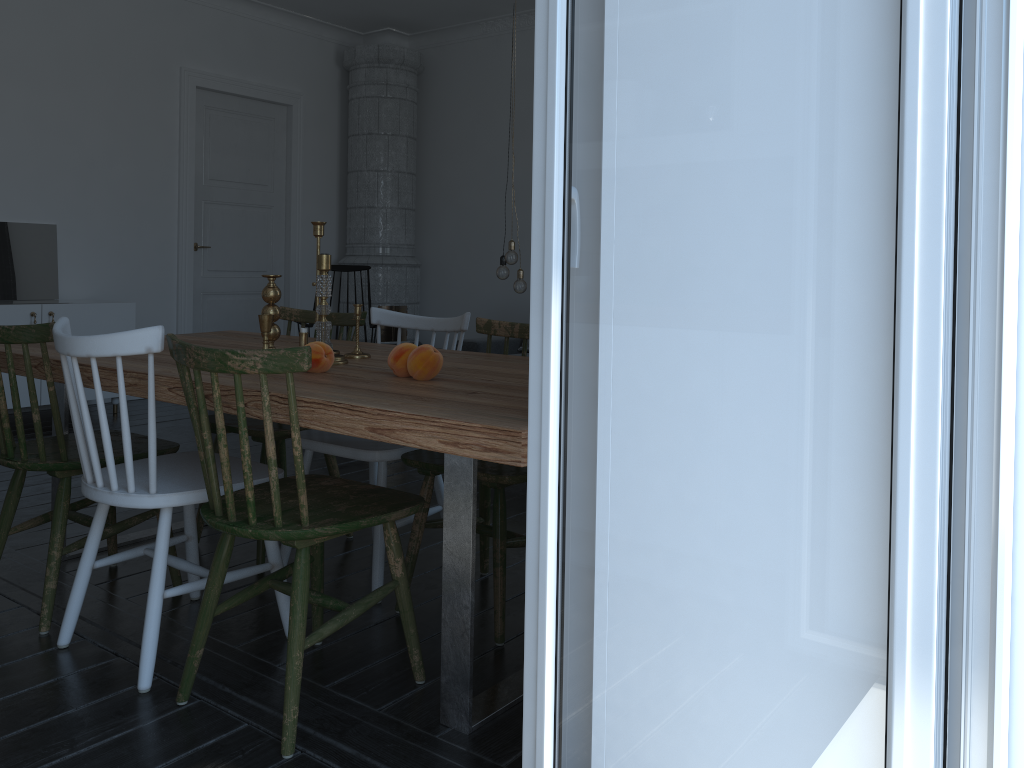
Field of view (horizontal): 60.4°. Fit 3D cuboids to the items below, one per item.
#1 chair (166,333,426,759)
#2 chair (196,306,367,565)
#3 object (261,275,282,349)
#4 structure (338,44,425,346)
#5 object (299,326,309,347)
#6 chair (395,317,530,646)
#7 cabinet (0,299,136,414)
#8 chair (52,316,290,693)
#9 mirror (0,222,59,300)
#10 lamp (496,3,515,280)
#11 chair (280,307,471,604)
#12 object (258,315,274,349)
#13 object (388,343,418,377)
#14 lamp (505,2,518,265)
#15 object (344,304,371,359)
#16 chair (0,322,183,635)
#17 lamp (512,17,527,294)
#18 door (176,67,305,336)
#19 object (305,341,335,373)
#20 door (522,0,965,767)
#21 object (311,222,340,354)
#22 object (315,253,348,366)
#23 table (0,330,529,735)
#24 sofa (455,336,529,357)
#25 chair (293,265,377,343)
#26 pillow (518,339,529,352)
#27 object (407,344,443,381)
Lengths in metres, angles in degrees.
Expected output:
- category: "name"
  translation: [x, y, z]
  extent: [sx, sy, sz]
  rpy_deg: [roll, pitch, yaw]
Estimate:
- category: "chair"
  translation: [-0.486, 0.301, 2.001]
  extent: [0.468, 0.825, 0.486]
  rpy_deg: [3, 3, 35]
- category: "chair"
  translation: [-0.828, 0.146, 3.164]
  extent: [0.468, 0.825, 0.486]
  rpy_deg: [3, 3, 35]
- category: "object"
  translation: [-0.682, -0.185, 2.492]
  extent: [0.100, 0.247, 0.101]
  rpy_deg: [0, 2, -29]
- category: "structure"
  translation: [-1.134, -1.462, 7.617]
  extent: [0.778, 2.884, 1.274]
  rpy_deg: [1, 2, -8]
- category: "object"
  translation: [-0.555, -0.097, 2.345]
  extent: [0.102, 0.114, 0.102]
  rpy_deg: [2, 4, 23]
- category: "chair"
  translation: [-0.038, 0.232, 2.596]
  extent: [0.468, 0.826, 0.486]
  rpy_deg: [3, 3, 35]
- category: "cabinet"
  translation: [-3.041, -0.141, 5.462]
  extent: [0.591, 0.733, 1.205]
  rpy_deg: [3, 6, 37]
- category: "chair"
  translation: [-0.893, 0.253, 2.261]
  extent: [0.467, 0.840, 0.510]
  rpy_deg: [3, 3, 37]
- category: "mirror"
  translation: [-3.257, -0.786, 5.627]
  extent: [0.054, 0.501, 0.698]
  rpy_deg: [1, 4, 37]
- category: "lamp"
  translation: [-0.037, -1.315, 4.803]
  extent: [0.074, 1.494, 0.086]
  rpy_deg: [1, 1, -2]
- category: "chair"
  translation: [-0.420, 0.178, 2.904]
  extent: [0.467, 0.840, 0.510]
  rpy_deg: [3, 3, 37]
- category: "object"
  translation: [-0.671, -0.119, 2.399]
  extent: [0.049, 0.139, 0.049]
  rpy_deg: [2, 2, 37]
- category: "object"
  translation: [-0.265, -0.059, 2.195]
  extent: [0.091, 0.088, 0.084]
  rpy_deg: [-1, 4, -27]
- category: "lamp"
  translation: [0.009, -1.390, 4.754]
  extent: [0.074, 1.494, 0.074]
  rpy_deg: [1, 1, -6]
- category: "object"
  translation: [-0.463, -0.159, 2.639]
  extent: [0.080, 0.160, 0.080]
  rpy_deg: [1, 2, -6]
- category: "chair"
  translation: [-1.276, 0.215, 2.569]
  extent: [0.468, 0.826, 0.486]
  rpy_deg: [3, 3, 35]
- category: "lamp"
  translation: [0.050, -1.235, 4.754]
  extent: [0.089, 1.494, 0.074]
  rpy_deg: [1, 1, -29]
- category: "door"
  translation: [-2.194, -1.208, 7.125]
  extent: [0.116, 2.470, 1.171]
  rpy_deg: [1, 2, 37]
- category: "object"
  translation: [-0.500, -0.068, 2.252]
  extent: [0.085, 0.084, 0.089]
  rpy_deg: [-2, 5, -41]
- category: "door"
  translation: [0.269, -0.218, 1.143]
  extent: [0.587, 2.022, 0.105]
  rpy_deg: [2, 1, 43]
- category: "object"
  translation: [-0.587, -0.295, 2.724]
  extent: [0.113, 0.410, 0.114]
  rpy_deg: [1, 1, -1]
- category: "object"
  translation: [-0.529, -0.211, 2.475]
  extent: [0.140, 0.310, 0.140]
  rpy_deg: [1, 2, -11]
- category: "table"
  translation: [-0.571, 0.286, 2.529]
  extent: [2.235, 0.714, 1.021]
  rpy_deg: [6, 7, 37]
- category: "sofa"
  translation: [0.825, -0.132, 5.952]
  extent: [2.381, 0.721, 1.088]
  rpy_deg: [6, 7, 37]
- category: "chair"
  translation: [-1.197, -0.332, 6.155]
  extent: [0.612, 1.002, 0.911]
  rpy_deg: [1, 4, -8]
- category: "pillow"
  translation: [0.946, -0.372, 5.995]
  extent: [2.063, 0.490, 0.479]
  rpy_deg: [7, 7, 41]
- category: "object"
  translation: [-0.210, -0.051, 2.132]
  extent: [0.088, 0.090, 0.084]
  rpy_deg: [3, 4, 27]
